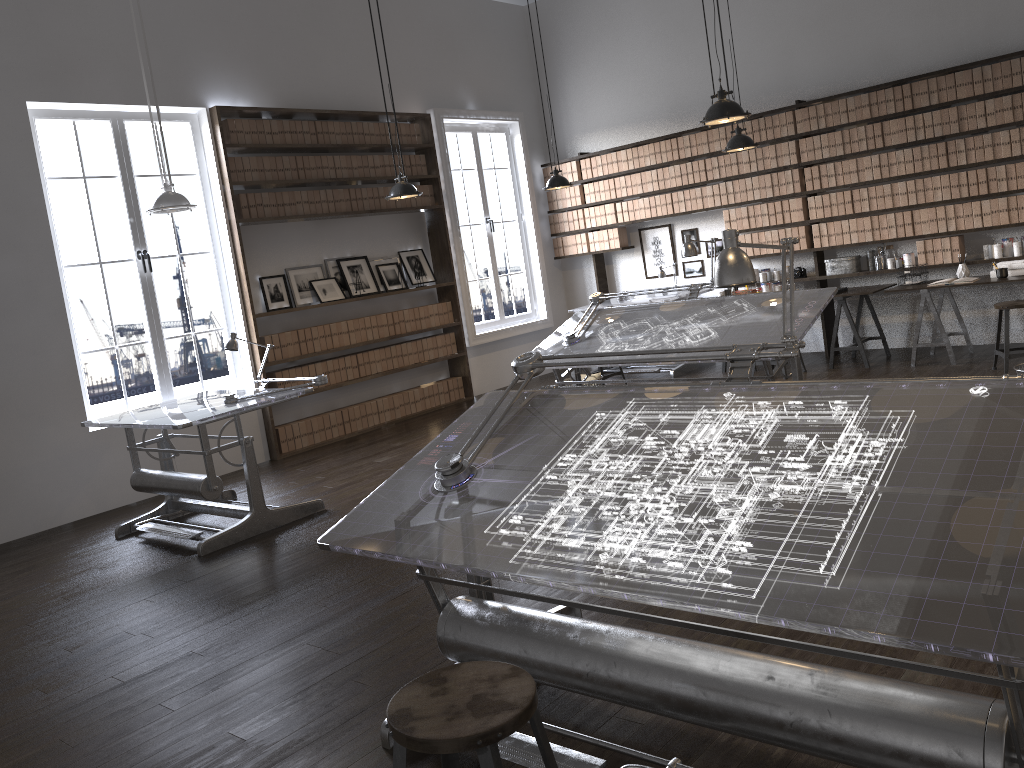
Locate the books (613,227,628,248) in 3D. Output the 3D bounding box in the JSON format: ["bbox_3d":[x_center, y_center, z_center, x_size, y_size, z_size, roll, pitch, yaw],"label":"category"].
[{"bbox_3d":[1.223,-1.646,9.968,0.066,0.224,0.176,-4,8,42],"label":"books"}]

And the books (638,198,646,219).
[{"bbox_3d":[1.468,-1.918,9.691,0.066,0.224,0.175,-4,8,41],"label":"books"}]

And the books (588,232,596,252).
[{"bbox_3d":[0.965,-1.639,10.191,0.067,0.225,0.176,-4,8,42],"label":"books"}]

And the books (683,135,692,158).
[{"bbox_3d":[1.867,-2.472,9.218,0.066,0.224,0.175,-4,8,41],"label":"books"}]

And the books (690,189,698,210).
[{"bbox_3d":[1.946,-1.931,9.273,0.066,0.224,0.176,-4,8,41],"label":"books"}]

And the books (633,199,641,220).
[{"bbox_3d":[1.419,-1.918,9.740,0.066,0.224,0.175,-4,8,42],"label":"books"}]

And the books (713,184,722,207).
[{"bbox_3d":[2.145,-1.936,9.092,0.067,0.225,0.176,-4,8,42],"label":"books"}]

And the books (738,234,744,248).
[{"bbox_3d":[2.339,-1.409,9.043,0.066,0.224,0.176,-4,8,42],"label":"books"}]

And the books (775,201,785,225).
[{"bbox_3d":[2.658,-1.683,8.697,0.067,0.225,0.176,-4,8,42],"label":"books"}]

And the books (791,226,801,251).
[{"bbox_3d":[2.803,-1.421,8.635,0.066,0.224,0.176,-4,8,42],"label":"books"}]

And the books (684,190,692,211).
[{"bbox_3d":[1.893,-1.930,9.320,0.066,0.224,0.175,-4,8,41],"label":"books"}]

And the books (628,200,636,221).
[{"bbox_3d":[1.365,-1.916,9.785,0.066,0.224,0.176,-4,8,42],"label":"books"}]

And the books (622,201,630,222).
[{"bbox_3d":[1.310,-1.914,9.828,0.067,0.225,0.176,-4,8,41],"label":"books"}]

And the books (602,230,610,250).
[{"bbox_3d":[1.115,-1.642,10.056,0.067,0.225,0.176,-4,8,42],"label":"books"}]

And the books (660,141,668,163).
[{"bbox_3d":[1.655,-2.467,9.408,0.066,0.224,0.176,-4,8,42],"label":"books"}]

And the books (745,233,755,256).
[{"bbox_3d":[2.438,-1.411,8.951,0.067,0.225,0.176,-4,8,41],"label":"books"}]

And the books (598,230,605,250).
[{"bbox_3d":[1.068,-1.642,10.104,0.066,0.224,0.176,-4,8,41],"label":"books"}]

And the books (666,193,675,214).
[{"bbox_3d":[1.727,-1.925,9.460,0.067,0.225,0.176,-4,8,41],"label":"books"}]

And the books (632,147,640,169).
[{"bbox_3d":[1.395,-2.460,9.639,0.066,0.224,0.176,-4,8,41],"label":"books"}]

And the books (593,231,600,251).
[{"bbox_3d":[1.020,-1.640,10.144,0.066,0.224,0.176,-4,8,41],"label":"books"}]

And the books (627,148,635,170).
[{"bbox_3d":[1.340,-2.458,9.682,0.067,0.225,0.176,-4,8,42],"label":"books"}]

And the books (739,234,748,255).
[{"bbox_3d":[2.385,-1.410,9.000,0.066,0.224,0.176,-4,8,42],"label":"books"}]

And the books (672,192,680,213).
[{"bbox_3d":[1.787,-1.927,9.414,0.066,0.224,0.176,-4,8,42],"label":"books"}]

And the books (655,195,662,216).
[{"bbox_3d":[1.625,-1.923,9.554,0.066,0.224,0.176,-4,8,41],"label":"books"}]

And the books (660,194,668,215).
[{"bbox_3d":[1.675,-1.924,9.513,0.066,0.224,0.176,-4,8,42],"label":"books"}]

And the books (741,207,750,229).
[{"bbox_3d":[2.392,-1.676,8.931,0.067,0.225,0.176,-4,8,41],"label":"books"}]

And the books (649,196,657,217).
[{"bbox_3d":[1.574,-1.920,9.593,0.067,0.225,0.176,-4,8,42],"label":"books"}]

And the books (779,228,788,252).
[{"bbox_3d":[2.702,-1.418,8.715,0.067,0.225,0.176,-4,8,42],"label":"books"}]

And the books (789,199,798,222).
[{"bbox_3d":[2.773,-1.687,8.600,0.066,0.224,0.176,-4,8,42],"label":"books"}]

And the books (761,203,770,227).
[{"bbox_3d":[2.550,-1.681,8.794,0.066,0.224,0.175,-4,8,41],"label":"books"}]

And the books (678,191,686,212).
[{"bbox_3d":[1.837,-1.928,9.364,0.066,0.224,0.175,-4,8,42],"label":"books"}]

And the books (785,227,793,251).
[{"bbox_3d":[2.753,-1.420,8.677,0.066,0.224,0.176,-4,8,41],"label":"books"}]

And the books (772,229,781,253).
[{"bbox_3d":[2.648,-1.416,8.763,0.066,0.224,0.176,-4,8,41],"label":"books"}]

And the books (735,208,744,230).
[{"bbox_3d":[2.345,-1.676,8.979,0.066,0.224,0.176,-4,8,42],"label":"books"}]

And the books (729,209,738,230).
[{"bbox_3d":[2.297,-1.674,9.019,0.066,0.224,0.176,-4,8,42],"label":"books"}]

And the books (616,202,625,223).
[{"bbox_3d":[1.250,-1.912,9.884,0.066,0.224,0.176,-4,8,41],"label":"books"}]

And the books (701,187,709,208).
[{"bbox_3d":[2.046,-1.934,9.184,0.066,0.224,0.176,-4,8,41],"label":"books"}]

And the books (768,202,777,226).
[{"bbox_3d":[2.606,-1.683,8.751,0.066,0.224,0.176,-4,8,41],"label":"books"}]

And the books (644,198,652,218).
[{"bbox_3d":[1.520,-1.919,9.641,0.066,0.224,0.176,-4,8,41],"label":"books"}]

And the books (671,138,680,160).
[{"bbox_3d":[1.757,-2.469,9.314,0.067,0.225,0.176,-4,8,42],"label":"books"}]

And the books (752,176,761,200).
[{"bbox_3d":[2.470,-1.952,8.807,0.066,0.224,0.176,-4,8,41],"label":"books"}]

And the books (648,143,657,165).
[{"bbox_3d":[1.550,-2.463,9.495,0.066,0.224,0.176,-4,8,42],"label":"books"}]

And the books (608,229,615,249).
[{"bbox_3d":[1.172,-1.645,10.016,0.066,0.224,0.175,-4,8,42],"label":"books"}]

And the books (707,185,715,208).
[{"bbox_3d":[2.092,-1.935,9.141,0.066,0.224,0.176,-4,8,41],"label":"books"}]

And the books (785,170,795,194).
[{"bbox_3d":[2.722,-1.958,8.582,0.066,0.224,0.175,-4,8,42],"label":"books"}]

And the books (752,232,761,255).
[{"bbox_3d":[2.493,-1.413,8.907,0.066,0.224,0.176,-4,8,42],"label":"books"}]

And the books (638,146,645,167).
[{"bbox_3d":[1.449,-2.462,9.594,0.066,0.224,0.175,-4,8,41],"label":"books"}]

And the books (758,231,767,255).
[{"bbox_3d":[2.546,-1.415,8.862,0.066,0.224,0.175,-4,8,42],"label":"books"}]

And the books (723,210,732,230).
[{"bbox_3d":[2.241,-1.672,9.065,0.067,0.225,0.176,-4,8,41],"label":"books"}]

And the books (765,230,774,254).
[{"bbox_3d":[2.596,-1.415,8.813,0.066,0.224,0.175,-4,8,41],"label":"books"}]

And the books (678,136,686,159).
[{"bbox_3d":[1.817,-2.472,9.268,0.066,0.224,0.176,-4,8,41],"label":"books"}]

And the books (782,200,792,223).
[{"bbox_3d":[2.718,-1.686,8.652,0.066,0.224,0.176,-4,8,41],"label":"books"}]

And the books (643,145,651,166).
[{"bbox_3d":[1.498,-2.463,9.545,0.066,0.224,0.175,-4,8,42],"label":"books"}]

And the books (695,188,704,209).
[{"bbox_3d":[1.993,-1.931,9.225,0.067,0.225,0.176,-4,8,42],"label":"books"}]

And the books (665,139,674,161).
[{"bbox_3d":[1.706,-2.469,9.367,0.066,0.224,0.176,-4,8,41],"label":"books"}]

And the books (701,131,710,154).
[{"bbox_3d":[2.023,-2.476,9.079,0.067,0.225,0.176,-4,8,41],"label":"books"}]

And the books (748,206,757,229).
[{"bbox_3d":[2.446,-1.679,8.891,0.066,0.224,0.176,-4,8,42],"label":"books"}]

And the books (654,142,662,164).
[{"bbox_3d":[1.605,-2.465,9.447,0.067,0.225,0.176,-4,8,41],"label":"books"}]

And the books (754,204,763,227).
[{"bbox_3d":[2.499,-1.680,8.844,0.066,0.224,0.175,-4,8,42],"label":"books"}]
